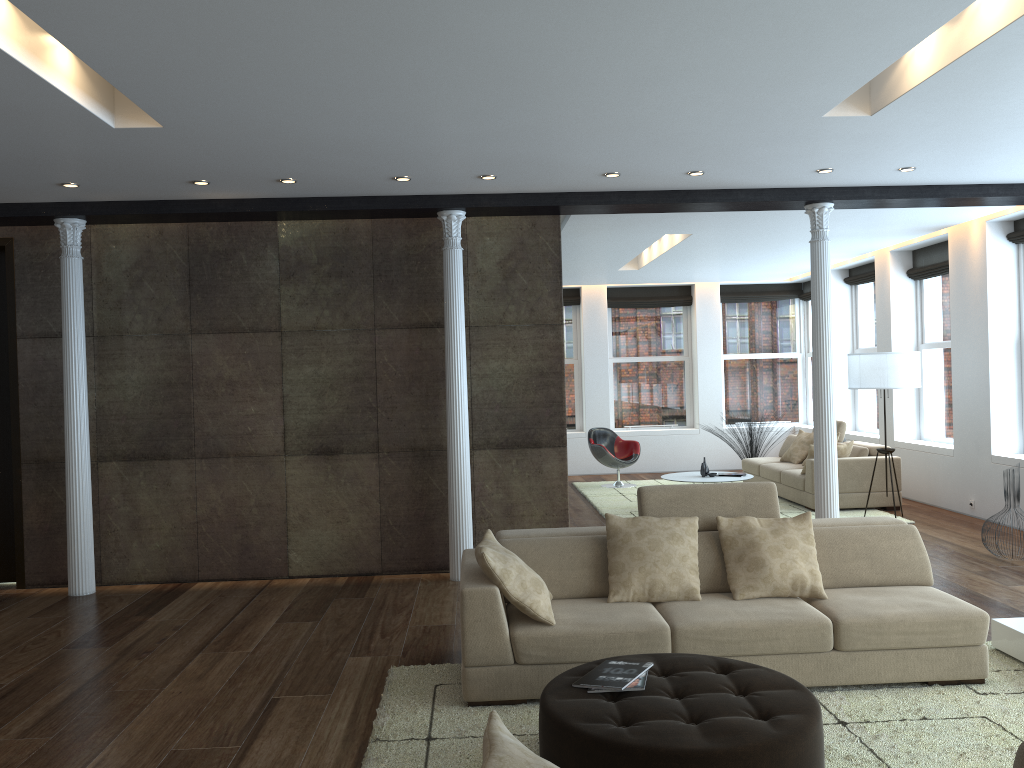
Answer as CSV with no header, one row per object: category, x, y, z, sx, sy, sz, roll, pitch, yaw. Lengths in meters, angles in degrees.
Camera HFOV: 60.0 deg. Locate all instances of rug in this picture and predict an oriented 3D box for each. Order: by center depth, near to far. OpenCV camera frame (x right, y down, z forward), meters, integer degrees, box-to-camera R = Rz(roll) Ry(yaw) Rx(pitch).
rug,1.517,1.503,3.448,4.231,0.020,2.972,-2,0,-3
rug,2.465,1.427,10.950,2.972,0.020,4.231,-2,0,-3

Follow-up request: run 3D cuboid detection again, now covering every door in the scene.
door,-4.443,0.251,7.314,1.000,2.814,0.510,-2,0,-3

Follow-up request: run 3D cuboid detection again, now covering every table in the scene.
table,3.089,1.357,4.419,0.900,0.170,0.900,-2,0,-3
table,2.197,1.235,9.981,1.022,0.393,1.022,-1,1,42

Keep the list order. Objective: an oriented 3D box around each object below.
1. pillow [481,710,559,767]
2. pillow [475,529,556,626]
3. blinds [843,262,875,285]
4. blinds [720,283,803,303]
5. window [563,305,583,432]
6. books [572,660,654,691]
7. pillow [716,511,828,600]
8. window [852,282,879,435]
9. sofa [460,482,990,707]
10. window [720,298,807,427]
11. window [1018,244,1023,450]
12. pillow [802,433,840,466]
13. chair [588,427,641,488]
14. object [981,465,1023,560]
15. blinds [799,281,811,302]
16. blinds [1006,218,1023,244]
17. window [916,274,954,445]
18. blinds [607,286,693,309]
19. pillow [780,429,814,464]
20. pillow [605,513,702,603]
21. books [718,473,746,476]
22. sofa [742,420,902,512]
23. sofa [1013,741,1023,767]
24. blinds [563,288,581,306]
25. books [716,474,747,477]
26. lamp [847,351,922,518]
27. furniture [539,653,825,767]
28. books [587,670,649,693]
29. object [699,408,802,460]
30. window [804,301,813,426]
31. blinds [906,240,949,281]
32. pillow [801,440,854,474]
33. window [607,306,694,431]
pillow,0.119,0.980,1.974,0.395,0.393,0.518,-2,0,-6
pillow,0.010,0.967,4.470,0.395,0.393,0.518,-2,0,1
blinds,4.856,-1.514,11.993,0.156,0.275,1.442,-2,0,-2
blinds,4.038,-1.488,14.465,1.442,0.312,0.155,-2,0,-3
window,0.417,-0.328,14.406,1.420,2.400,0.123,-2,0,-3
books,0.406,1.162,3.548,0.220,0.040,0.301,-1,0,32
pillow,1.383,0.914,4.755,0.519,0.416,0.368,-2,0,2
window,4.949,-0.442,12.005,0.123,2.400,1.444,-2,0,-3
sofa,1.016,1.044,4.739,2.581,0.950,1.021,-2,0,-3
window,4.079,-0.434,14.559,1.474,2.400,0.123,-2,0,-3
window,5.118,-0.422,8.146,0.123,2.400,1.391,-2,0,-3
pillow,3.736,0.797,10.728,0.301,0.439,0.534,-2,0,-6
chair,1.451,1.030,12.546,0.810,0.818,0.669,-2,0,-23
object,4.064,1.025,7.200,0.458,0.781,0.458,-2,0,-3
blinds,4.777,-1.497,13.808,0.156,0.327,1.377,-2,0,-2
blinds,5.025,-1.494,8.137,0.156,0.275,1.396,-2,0,-2
window,5.027,-0.433,10.212,0.123,2.400,1.345,-2,0,-3
blinds,2.209,-1.409,14.385,1.422,0.363,0.156,-2,0,-2
pillow,3.696,0.805,11.352,0.368,0.416,0.519,-2,0,-7
pillow,0.758,0.922,4.740,0.534,0.439,0.301,-2,0,1
books,2.480,1.016,9.999,0.300,0.010,0.220,-2,0,12
sofa,3.716,0.926,10.982,1.018,0.950,2.581,-2,0,-3
sofa,1.145,1.059,1.795,2.581,0.950,1.021,-2,0,-2
blinds,0.396,-1.385,14.306,1.412,0.307,0.156,-2,0,-2
books,2.467,1.026,9.977,0.300,0.010,0.220,-1,0,32
lamp,3.860,0.541,9.165,0.698,1.728,0.698,-1,0,21
furniture,0.632,1.342,3.385,1.057,0.355,1.057,-2,0,-1
books,0.428,1.169,3.534,0.219,0.031,0.300,-2,0,12
object,3.424,0.872,12.783,1.119,1.014,1.125,-2,0,-16
window,10.771,-0.055,20.241,34.761,17.917,13.698,-2,0,-3
blinds,4.936,-1.445,10.203,0.156,0.393,1.342,-2,0,-2
pillow,3.532,0.830,9.958,0.518,0.393,0.395,-2,0,-6
window,2.235,-0.380,14.485,1.420,2.400,0.123,-2,0,-3
